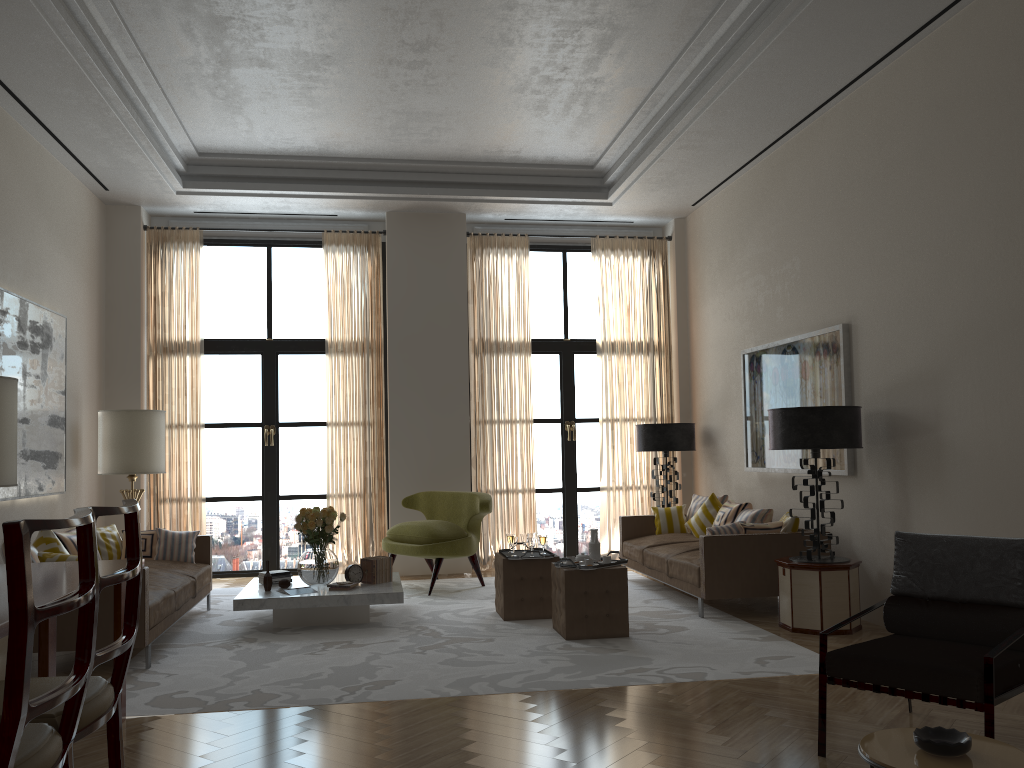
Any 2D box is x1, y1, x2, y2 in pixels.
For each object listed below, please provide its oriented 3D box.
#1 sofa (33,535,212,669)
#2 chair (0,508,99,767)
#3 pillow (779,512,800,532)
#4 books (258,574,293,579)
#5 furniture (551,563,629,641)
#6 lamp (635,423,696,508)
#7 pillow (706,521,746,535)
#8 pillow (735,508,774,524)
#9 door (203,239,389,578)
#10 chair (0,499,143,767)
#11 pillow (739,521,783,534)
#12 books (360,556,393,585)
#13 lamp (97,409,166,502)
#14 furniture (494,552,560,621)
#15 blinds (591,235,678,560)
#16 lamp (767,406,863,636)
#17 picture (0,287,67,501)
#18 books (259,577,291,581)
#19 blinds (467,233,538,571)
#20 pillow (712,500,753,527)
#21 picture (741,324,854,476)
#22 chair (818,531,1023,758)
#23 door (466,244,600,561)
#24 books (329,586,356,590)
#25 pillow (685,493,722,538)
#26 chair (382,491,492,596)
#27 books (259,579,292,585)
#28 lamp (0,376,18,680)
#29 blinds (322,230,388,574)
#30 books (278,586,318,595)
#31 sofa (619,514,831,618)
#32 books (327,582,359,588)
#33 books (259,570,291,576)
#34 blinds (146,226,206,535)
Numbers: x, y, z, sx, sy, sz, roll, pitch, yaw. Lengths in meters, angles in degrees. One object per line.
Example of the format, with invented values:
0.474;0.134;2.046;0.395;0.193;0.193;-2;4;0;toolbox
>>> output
-3.746;1.976;8.291;1.351;0.818;2.984;0;-4;-9;sofa
-1.762;1.156;2.680;0.878;1.503;0.657;-1;-3;-9;chair
2.809;1.574;9.148;0.296;0.475;0.516;-2;-4;12;pillow
-2.480;2.010;9.286;0.281;0.024;0.230;3;-6;-44;books
0.707;1.970;8.125;0.613;0.615;0.614;-1;-4;-9;furniture
2.165;1.568;12.363;0.829;2.015;0.831;-1;-3;-5;lamp
2.127;1.604;8.983;0.498;0.427;0.327;0;-4;-21;pillow
2.681;1.678;10.004;0.371;0.565;0.661;0;-4;-14;pillow
-3.396;0.320;12.509;3.258;4.760;0.240;-1;-3;-9;door
-1.876;1.208;3.316;0.878;1.503;0.657;-1;-3;-9;chair
2.494;1.601;9.006;0.464;0.411;0.304;0;-3;-11;pillow
-1.412;1.933;9.228;0.211;0.264;0.282;-4;-5;41;books
-4.595;1.453;10.725;0.768;2.251;0.768;-4;-4;44;lamp
0.154;2.055;9.078;0.613;0.615;0.614;-1;-4;-9;furniture
1.814;0.254;13.119;1.242;4.867;0.419;-1;-3;-7;blinds
2.825;1.232;8.190;0.829;2.015;0.831;-1;-3;-8;lamp
-4.815;0.110;8.472;0.045;1.995;3.066;-1;-4;-9;picture
-2.479;2.033;9.272;0.207;0.024;0.262;-5;-6;44;books
-0.137;0.268;12.807;0.960;4.867;0.420;-1;-3;-7;blinds
2.561;1.645;10.373;0.403;0.546;0.618;-1;-4;-6;pillow
3.065;0.238;9.728;0.080;1.478;2.270;-1;-4;-11;picture
2.345;1.428;4.873;1.135;1.133;0.878;2;-5;-44;chair
0.844;0.290;13.190;3.086;4.760;0.240;-1;-3;-9;door
-1.692;2.027;8.832;0.197;0.024;0.256;-2;-4;8;books
2.446;1.651;10.932;0.767;0.616;0.356;-4;-4;35;pillow
-1.023;1.971;11.105;1.030;1.212;1.792;2;-5;-42;chair
-2.477;2.064;9.282;0.281;0.035;0.207;3;-6;-42;books
-3.859;1.083;6.126;0.768;2.251;0.768;2;-4;-43;lamp
-2.209;0.282;12.473;0.874;4.867;0.419;-1;-3;-6;blinds
-2.108;2.018;8.689;0.281;0.038;0.384;2;-5;-36;books
2.283;2.005;10.178;1.351;0.818;2.984;0;-4;-9;sofa
-1.682;2.003;8.836;0.255;0.026;0.202;-2;-5;16;books
-2.485;1.982;9.278;0.260;0.030;0.207;3;-6;-42;books
-4.571;0.304;12.094;0.780;4.879;0.420;-1;-3;-7;blinds
